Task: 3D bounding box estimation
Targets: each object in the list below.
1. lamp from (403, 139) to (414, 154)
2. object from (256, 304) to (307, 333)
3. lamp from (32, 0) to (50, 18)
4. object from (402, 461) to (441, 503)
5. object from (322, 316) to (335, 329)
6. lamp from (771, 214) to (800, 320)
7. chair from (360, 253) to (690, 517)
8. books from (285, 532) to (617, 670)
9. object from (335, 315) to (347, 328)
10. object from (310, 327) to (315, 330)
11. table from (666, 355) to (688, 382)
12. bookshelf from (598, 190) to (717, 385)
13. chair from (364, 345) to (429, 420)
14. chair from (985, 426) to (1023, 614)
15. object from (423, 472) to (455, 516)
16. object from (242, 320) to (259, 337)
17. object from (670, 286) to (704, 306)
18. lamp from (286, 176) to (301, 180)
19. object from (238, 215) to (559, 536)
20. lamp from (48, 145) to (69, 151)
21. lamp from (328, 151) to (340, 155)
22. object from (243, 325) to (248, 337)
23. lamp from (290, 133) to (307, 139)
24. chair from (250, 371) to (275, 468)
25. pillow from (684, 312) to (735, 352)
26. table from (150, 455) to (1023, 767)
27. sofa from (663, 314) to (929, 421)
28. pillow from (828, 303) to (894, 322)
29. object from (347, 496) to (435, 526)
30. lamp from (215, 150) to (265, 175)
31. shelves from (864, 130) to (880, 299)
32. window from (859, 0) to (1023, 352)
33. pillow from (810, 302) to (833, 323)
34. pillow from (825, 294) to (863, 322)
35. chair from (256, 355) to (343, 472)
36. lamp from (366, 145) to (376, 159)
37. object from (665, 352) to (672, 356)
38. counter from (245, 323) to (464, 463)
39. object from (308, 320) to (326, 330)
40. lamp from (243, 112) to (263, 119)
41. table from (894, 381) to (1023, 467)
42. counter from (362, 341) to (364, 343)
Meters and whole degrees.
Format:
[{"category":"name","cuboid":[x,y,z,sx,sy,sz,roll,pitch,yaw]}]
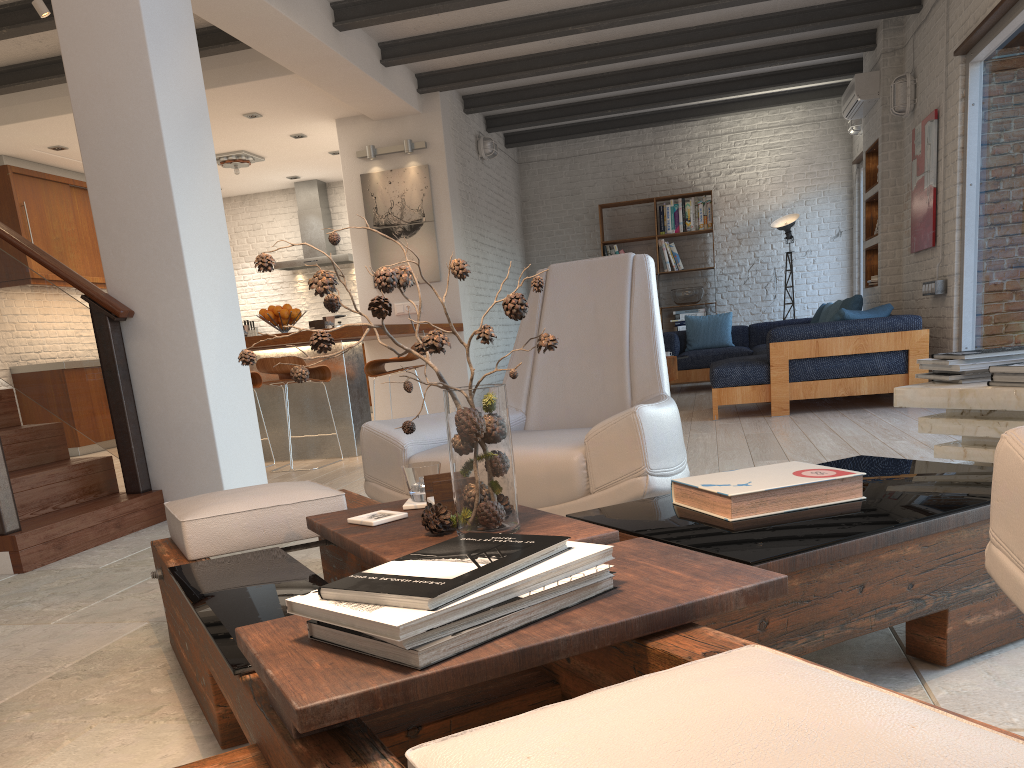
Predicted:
[{"category":"lamp","cuboid":[-0.922,-2.112,7.757,0.079,0.107,0.078,3,13,41]},{"category":"object","cuboid":[-1.698,-0.474,6.456,0.362,0.228,0.357,-8,6,-21]},{"category":"lamp","cuboid":[-2.649,-2.122,4.900,0.086,0.133,0.058,-10,12,-26]},{"category":"object","cuboid":[-0.205,0.227,2.012,0.090,0.087,0.090,-9,9,-27]},{"category":"object","cuboid":[-1.320,-0.443,6.301,0.091,0.087,0.088,-1,9,28]},{"category":"lamp","cuboid":[3.336,-1.022,9.966,0.503,1.902,0.844,-9,12,-15]},{"category":"chair","cuboid":[0.149,0.085,2.962,1.027,1.047,0.943,-1,10,29]},{"category":"books","cuboid":[-0.064,0.275,1.183,0.392,0.076,0.249,-9,5,-44]},{"category":"object","cuboid":[-2.125,-0.716,10.778,0.262,0.283,0.255,0,10,34]},{"category":"object","cuboid":[-1.306,-0.409,6.340,0.396,0.036,0.192,-5,3,17]},{"category":"table","cuboid":[1.113,-0.014,8.392,1.079,0.459,1.778,-4,4,19]},{"category":"bookshelf","cuboid":[1.804,-1.094,10.626,1.320,2.270,0.351,-3,13,13]},{"category":"chair","cuboid":[-0.788,0.106,6.426,0.423,0.798,0.390,-3,11,13]},{"category":"chair","cuboid":[1.259,0.087,0.939,0.983,1.029,0.997,-6,8,-3]},{"category":"object","cuboid":[-0.132,0.240,1.890,0.093,0.084,0.112,-7,7,-15]},{"category":"object","cuboid":[-3.449,-0.644,11.400,0.322,0.387,0.064,-3,13,13]},{"category":"object","cuboid":[2.131,-1.061,10.598,0.394,0.207,0.399,-9,6,-35]},{"category":"lamp","cuboid":[-2.574,-2.446,10.256,0.124,0.057,0.120,-4,5,13]},{"category":"object","cuboid":[-0.207,-0.005,1.584,0.538,0.626,0.308,-8,11,-15]},{"category":"lamp","cuboid":[-4.150,-2.174,7.965,0.124,0.057,0.120,-4,5,13]},{"category":"lamp","cuboid":[-1.859,-2.459,9.202,0.124,0.057,0.120,-4,5,13]},{"category":"object","cuboid":[-1.988,-0.387,6.446,0.091,0.087,0.088,-4,8,10]},{"category":"lamp","cuboid":[-2.048,-2.396,8.359,0.124,0.057,0.120,-4,5,13]},{"category":"chair","cuboid":[-2.017,0.237,6.179,0.406,0.798,0.407,-3,11,13]},{"category":"pillow","cuboid":[2.217,-0.589,9.808,0.557,0.422,0.216,-4,11,12]},{"category":"table","cuboid":[0.238,0.431,1.753,1.947,0.442,2.174,-7,4,-26]},{"category":"sofa","cuboid":[2.324,-0.232,8.205,2.084,0.679,3.838,-5,3,13]},{"category":"pillow","cuboid":[2.556,-0.411,6.546,0.557,0.338,0.371,-8,8,-26]},{"category":"object","cuboid":[-0.235,0.271,1.946,0.269,0.036,0.244,-6,3,-15]},{"category":"lamp","cuboid":[-2.852,-2.253,9.008,0.451,0.175,0.437,-4,5,13]},{"category":"shelves","cuboid":[3.439,-1.533,8.093,0.192,1.471,0.741,-2,11,13]},{"category":"window","cuboid":[2.773,-2.963,3.729,0.649,6.579,11.977,-2,6,13]},{"category":"pillow","cuboid":[3.244,-0.638,9.062,0.244,0.409,1.075,-3,5,12]},{"category":"pillow","cuboid":[2.940,-0.566,7.781,0.255,0.428,1.177,-3,5,12]},{"category":"chair","cuboid":[-1.493,0.193,6.056,0.406,0.798,0.407,-3,11,13]},{"category":"lamp","cuboid":[-1.268,-2.083,7.839,0.079,0.107,0.078,3,13,41]},{"category":"object","cuboid":[1.504,-0.280,8.493,0.155,0.059,0.263,-5,4,6]},{"category":"counter","cuboid":[-1.499,0.054,7.233,1.690,0.946,2.425,-4,5,13]},{"category":"object","cuboid":[-1.425,-0.426,6.403,0.092,0.084,0.113,-10,8,-32]},{"category":"lamp","cuboid":[-2.238,-2.333,7.515,0.124,0.057,0.120,-4,5,13]},{"category":"table","cuboid":[1.470,0.237,2.500,0.489,0.519,0.487,-10,9,-27]},{"category":"counter","cuboid":[-2.862,-0.385,9.750,3.530,0.072,3.238,-5,3,13]}]
